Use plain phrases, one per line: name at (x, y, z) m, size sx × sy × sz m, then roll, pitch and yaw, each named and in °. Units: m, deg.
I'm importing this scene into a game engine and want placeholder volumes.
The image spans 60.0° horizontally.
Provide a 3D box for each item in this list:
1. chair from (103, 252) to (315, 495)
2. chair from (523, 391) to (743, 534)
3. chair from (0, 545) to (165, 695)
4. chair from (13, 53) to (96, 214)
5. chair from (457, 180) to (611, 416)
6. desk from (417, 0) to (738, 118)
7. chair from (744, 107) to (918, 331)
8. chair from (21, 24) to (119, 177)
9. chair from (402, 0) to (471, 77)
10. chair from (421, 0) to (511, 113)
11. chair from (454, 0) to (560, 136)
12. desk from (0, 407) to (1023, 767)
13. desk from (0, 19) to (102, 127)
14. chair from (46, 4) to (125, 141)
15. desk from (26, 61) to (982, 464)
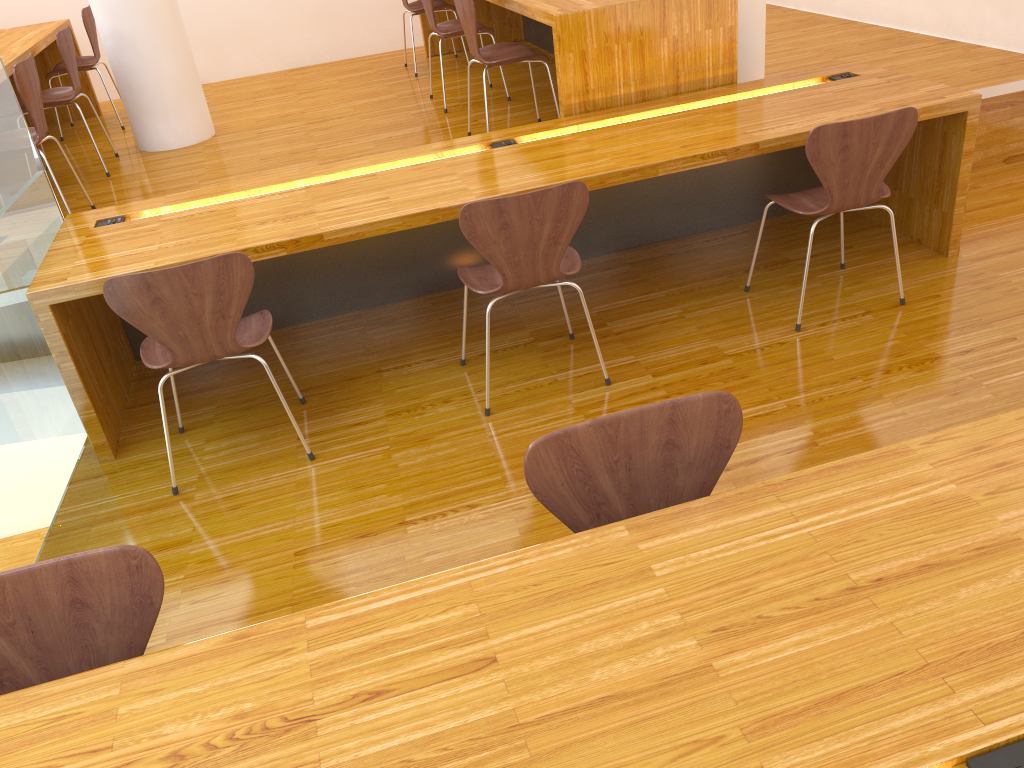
chair at (-0.900, -0.101, 2.666) m, size 0.428 × 0.693 × 0.381 m, roll -14°, pitch 31°, yaw -10°
chair at (0.286, 0.424, 1.496) m, size 0.428 × 0.693 × 0.381 m, roll -14°, pitch 31°, yaw -10°
chair at (-0.643, 0.654, 1.328) m, size 0.428 × 0.693 × 0.381 m, roll -14°, pitch 31°, yaw -10°
chair at (-2.055, -0.952, 3.650) m, size 0.381 × 0.693 × 0.428 m, roll -14°, pitch 31°, yaw -10°
chair at (0.029, -0.330, 2.834) m, size 0.428 × 0.693 × 0.381 m, roll -14°, pitch 31°, yaw -10°
desk at (0.135, -1.960, 4.911) m, size 0.760 × 0.606 × 3.185 m, roll -14°, pitch 31°, yaw -10°
chair at (1.089, -0.613, 3.060) m, size 0.428 × 0.693 × 0.381 m, roll -14°, pitch 31°, yaw -10°
chair at (-2.315, -1.400, 4.471) m, size 0.381 × 0.693 × 0.428 m, roll -14°, pitch 31°, yaw -10°
chair at (-0.545, -2.429, 5.792) m, size 0.381 × 0.693 × 0.428 m, roll -14°, pitch 31°, yaw -10°
chair at (-0.283, -1.903, 4.839) m, size 0.381 × 0.693 × 0.428 m, roll -14°, pitch 31°, yaw -10°
chair at (-0.023, -1.454, 4.018) m, size 0.381 × 0.693 × 0.428 m, roll -14°, pitch 31°, yaw -10°
desk at (0.602, 0.849, 1.105) m, size 3.236 × 0.918 × 1.285 m, roll -14°, pitch 31°, yaw -10°
desk at (-3.092, -1.216, 4.256) m, size 1.527 × 0.785 × 3.243 m, roll -14°, pitch 31°, yaw -10°
chair at (-2.650, -1.908, 5.411) m, size 0.381 × 0.693 × 0.428 m, roll -14°, pitch 31°, yaw -10°
desk at (0.057, -0.553, 3.299) m, size 3.185 × 0.606 × 0.760 m, roll -14°, pitch 31°, yaw -10°
